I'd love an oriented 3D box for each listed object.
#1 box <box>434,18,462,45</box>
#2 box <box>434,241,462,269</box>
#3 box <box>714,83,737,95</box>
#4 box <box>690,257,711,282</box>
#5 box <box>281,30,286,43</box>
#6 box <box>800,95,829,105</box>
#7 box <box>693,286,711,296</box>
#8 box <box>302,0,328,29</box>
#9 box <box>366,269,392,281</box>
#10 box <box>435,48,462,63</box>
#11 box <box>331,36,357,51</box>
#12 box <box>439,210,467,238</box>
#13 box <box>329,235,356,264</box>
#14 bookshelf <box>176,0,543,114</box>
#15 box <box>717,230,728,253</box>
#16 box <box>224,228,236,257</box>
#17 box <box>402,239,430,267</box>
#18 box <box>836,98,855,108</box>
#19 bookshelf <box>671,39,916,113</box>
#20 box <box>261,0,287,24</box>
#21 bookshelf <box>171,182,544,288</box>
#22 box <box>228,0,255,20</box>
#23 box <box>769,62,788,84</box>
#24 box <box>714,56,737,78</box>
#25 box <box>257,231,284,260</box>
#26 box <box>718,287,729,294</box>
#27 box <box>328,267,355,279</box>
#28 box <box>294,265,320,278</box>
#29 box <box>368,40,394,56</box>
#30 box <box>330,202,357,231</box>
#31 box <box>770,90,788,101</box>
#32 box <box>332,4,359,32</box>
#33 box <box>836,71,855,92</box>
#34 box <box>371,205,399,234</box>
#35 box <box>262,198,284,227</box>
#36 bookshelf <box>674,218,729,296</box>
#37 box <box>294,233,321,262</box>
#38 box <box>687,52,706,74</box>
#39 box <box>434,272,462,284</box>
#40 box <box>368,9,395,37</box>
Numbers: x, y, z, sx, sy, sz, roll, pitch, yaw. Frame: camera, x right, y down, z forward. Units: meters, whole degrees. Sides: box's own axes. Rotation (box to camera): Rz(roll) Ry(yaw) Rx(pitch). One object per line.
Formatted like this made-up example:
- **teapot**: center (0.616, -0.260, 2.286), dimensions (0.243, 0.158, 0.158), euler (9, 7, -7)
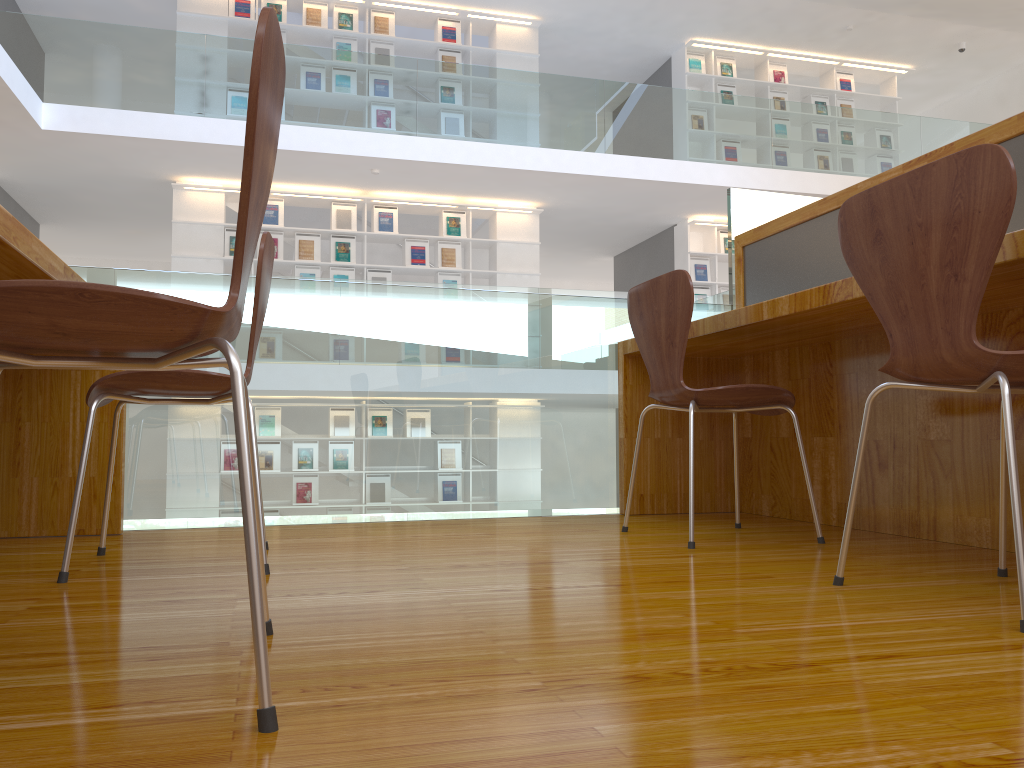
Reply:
- **box**: center (-0.680, -3.695, 9.411), dimensions (0.245, 0.296, 0.274), euler (1, -4, -16)
- **box**: center (-0.667, -1.324, 9.261), dimensions (0.245, 0.296, 0.274), euler (1, -4, -16)
- **box**: center (2.464, -3.317, 10.335), dimensions (0.245, 0.296, 0.274), euler (1, -4, -16)
- **box**: center (2.102, -1.279, 10.101), dimensions (0.245, 0.296, 0.274), euler (1, -4, -16)
- **box**: center (-2.400, -3.393, 8.922), dimensions (0.245, 0.296, 0.274), euler (1, -4, -16)
- **box**: center (3.661, -3.297, 10.670), dimensions (0.245, 0.296, 0.274), euler (1, -4, -16)
- **box**: center (2.109, -0.951, 10.082), dimensions (0.245, 0.296, 0.274), euler (1, -4, -16)
- **box**: center (-2.010, -3.716, 9.039), dimensions (0.245, 0.296, 0.274), euler (1, -4, -16)
- **box**: center (-1.362, -1.007, 9.046), dimensions (0.245, 0.296, 0.274), euler (1, -4, -16)
- **box**: center (-0.673, -3.367, 9.392), dimensions (0.245, 0.296, 0.274), euler (1, -4, -16)
- **box**: center (-1.719, -3.383, 9.099), dimensions (0.245, 0.296, 0.274), euler (1, -4, -16)
- **box**: center (-0.621, -1.652, 9.296), dimensions (0.245, 0.296, 0.274), euler (1, -4, -16)
- **box**: center (-1.714, -1.340, 8.968), dimensions (0.245, 0.296, 0.274), euler (1, -4, -16)
- **bookshelf**: center (-1.502, -3.037, 9.135), dimensions (3.666, 1.836, 0.498), euler (1, -4, -16)
- **box**: center (2.467, -1.600, 10.225), dimensions (0.245, 0.296, 0.274), euler (1, -4, -16)
- **box**: center (-2.684, -1.356, 8.697), dimensions (0.245, 0.296, 0.274), euler (1, -4, -16)
- **box**: center (-0.995, -1.332, 9.170), dimensions (0.245, 0.296, 0.274), euler (1, -4, -16)
- **box**: center (4.003, -3.292, 10.766), dimensions (0.245, 0.296, 0.274), euler (1, -4, -16)
- **bookshelf**: center (3.374, -2.964, 10.496), dimensions (2.984, 1.836, 0.498), euler (1, -4, -16)
- **box**: center (-2.397, -3.722, 8.931), dimensions (0.245, 0.296, 0.274), euler (1, -4, -16)
- **bookshelf**: center (-1.497, -0.995, 9.004), dimensions (3.666, 1.836, 0.498), euler (1, -4, -16)
- **box**: center (-2.693, -3.724, 8.848), dimensions (0.245, 0.296, 0.274), euler (1, -4, -16)
- **box**: center (3.116, -3.634, 10.536), dimensions (0.245, 0.296, 0.274), euler (1, -4, -16)
- **box**: center (2.462, -3.643, 10.356), dimensions (0.245, 0.296, 0.274), euler (1, -4, -16)
- **box**: center (-2.395, -1.350, 8.791), dimensions (0.245, 0.296, 0.274), euler (1, -4, -16)
- **box**: center (2.470, -0.945, 10.183), dimensions (0.245, 0.296, 0.274), euler (1, -4, -16)
- **box**: center (-1.718, -1.012, 8.946), dimensions (0.245, 0.296, 0.274), euler (1, -4, -16)
- **box**: center (-2.044, -1.018, 8.855), dimensions (0.245, 0.296, 0.274), euler (1, -4, -16)
- **box**: center (-1.356, -3.377, 9.201), dimensions (0.245, 0.296, 0.274), euler (1, -4, -16)
- **box**: center (-1.708, -1.669, 8.991), dimensions (0.245, 0.296, 0.274), euler (1, -4, -16)
- **box**: center (3.120, -3.305, 10.519), dimensions (0.245, 0.296, 0.274), euler (1, -4, -16)
- **box**: center (-1.714, -3.711, 9.122), dimensions (0.245, 0.296, 0.274), euler (1, -4, -16)
- **box**: center (4.002, -3.619, 10.787), dimensions (0.245, 0.296, 0.274), euler (1, -4, -16)
- **box**: center (-1.306, -1.663, 9.104), dimensions (0.245, 0.296, 0.274), euler (1, -4, -16)
- **box**: center (-2.392, -1.679, 8.800), dimensions (0.245, 0.296, 0.274), euler (1, -4, -16)
- **bookshelf**: center (3.379, -0.921, 10.365), dimensions (2.984, 1.836, 0.498), euler (1, -4, -16)
- **box**: center (-2.046, -1.345, 8.875), dimensions (0.245, 0.296, 0.274), euler (1, -4, -16)
- **box**: center (2.080, -3.649, 10.249), dimensions (0.245, 0.296, 0.274), euler (1, -4, -16)
- **box**: center (-0.665, -0.997, 9.241), dimensions (0.245, 0.296, 0.274), euler (1, -4, -16)
- **box**: center (-1.354, -3.706, 9.223), dimensions (0.245, 0.296, 0.274), euler (1, -4, -16)
